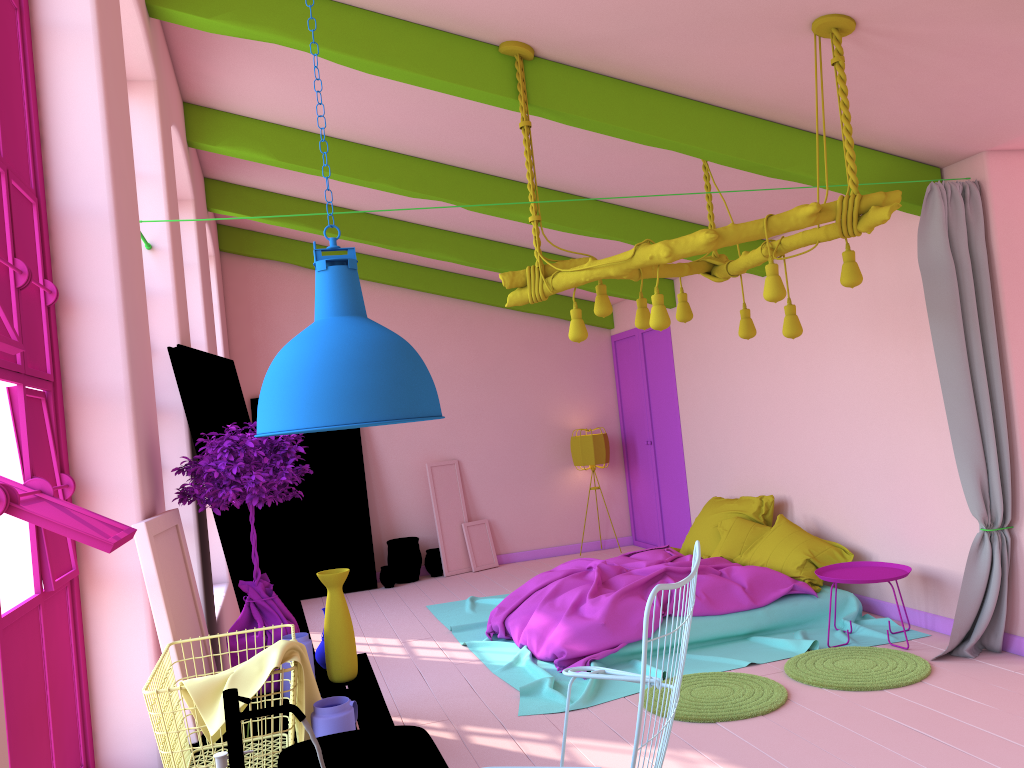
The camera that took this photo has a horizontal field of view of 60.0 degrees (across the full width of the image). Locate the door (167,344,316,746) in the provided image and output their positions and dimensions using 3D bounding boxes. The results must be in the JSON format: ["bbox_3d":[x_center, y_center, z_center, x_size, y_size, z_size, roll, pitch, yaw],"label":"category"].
[{"bbox_3d":[-1.373,0.909,4.809,0.450,2.210,1.154,-6,-2,-5],"label":"door"}]

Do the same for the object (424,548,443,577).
[{"bbox_3d":[-0.865,2.024,10.040,0.260,0.306,0.260,-6,-2,17],"label":"object"}]

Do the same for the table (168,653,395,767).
[{"bbox_3d":[-0.574,1.420,2.362,0.655,0.820,2.194,-5,-2,-15],"label":"table"}]

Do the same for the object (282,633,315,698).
[{"bbox_3d":[-0.735,0.962,3.038,0.109,0.197,0.109,-7,-2,22],"label":"object"}]

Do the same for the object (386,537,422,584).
[{"bbox_3d":[-1.195,1.963,9.880,0.386,0.470,0.386,-7,-2,27],"label":"object"}]

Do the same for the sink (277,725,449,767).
[{"bbox_3d":[-0.295,0.876,1.794,0.340,0.194,0.609,-5,-2,-15],"label":"sink"}]

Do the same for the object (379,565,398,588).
[{"bbox_3d":[-1.339,2.091,9.607,0.199,0.234,0.199,-8,-3,42],"label":"object"}]

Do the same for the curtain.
[{"bbox_3d":[2.657,0.218,5.261,0.518,2.784,0.525,-5,-2,-34],"label":"curtain"}]

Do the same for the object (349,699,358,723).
[{"bbox_3d":[-0.544,1.001,2.696,0.137,0.076,0.076,-6,-2,5],"label":"object"}]

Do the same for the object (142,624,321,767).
[{"bbox_3d":[-0.713,0.860,2.383,0.444,0.369,0.633,-5,-2,-15],"label":"object"}]

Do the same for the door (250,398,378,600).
[{"bbox_3d":[-2.167,1.189,9.681,1.153,2.210,0.450,-5,-2,-15],"label":"door"}]

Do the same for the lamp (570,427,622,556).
[{"bbox_3d":[0.994,1.247,10.437,0.491,1.466,0.476,-6,-2,15],"label":"lamp"}]

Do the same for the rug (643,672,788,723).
[{"bbox_3d":[1.130,1.753,4.994,0.792,0.021,0.793,-4,-3,-33],"label":"rug"}]

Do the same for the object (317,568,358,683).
[{"bbox_3d":[-0.617,0.857,3.148,0.116,0.382,0.116,-4,-2,-41],"label":"object"}]

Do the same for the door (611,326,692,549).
[{"bbox_3d":[1.572,0.639,10.064,0.108,2.589,1.678,-5,-2,-15],"label":"door"}]

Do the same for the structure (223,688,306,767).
[{"bbox_3d":[-0.478,0.792,1.724,0.166,0.396,0.087,-6,-2,-6],"label":"structure"}]

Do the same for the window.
[{"bbox_3d":[-1.235,-0.335,2.014,0.492,3.002,1.498,-5,-2,-15],"label":"window"}]

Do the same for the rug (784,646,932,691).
[{"bbox_3d":[2.029,1.671,5.236,0.793,0.021,0.792,-6,-2,12],"label":"rug"}]

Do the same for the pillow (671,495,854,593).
[{"bbox_3d":[1.881,1.376,7.564,0.848,0.822,2.619,-5,-2,-25],"label":"pillow"}]

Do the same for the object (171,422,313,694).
[{"bbox_3d":[-0.916,0.607,3.139,0.503,0.950,0.441,-7,-2,35],"label":"object"}]

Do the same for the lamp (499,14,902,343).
[{"bbox_3d":[0.968,-1.321,4.482,1.610,2.264,1.777,-5,-2,-33],"label":"lamp"}]

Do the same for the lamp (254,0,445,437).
[{"bbox_3d":[-0.554,-0.872,2.528,0.529,2.001,0.529,-6,-2,17],"label":"lamp"}]

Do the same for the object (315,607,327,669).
[{"bbox_3d":[-0.677,0.952,3.332,0.132,0.219,0.132,-6,-2,2],"label":"object"}]

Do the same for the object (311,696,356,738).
[{"bbox_3d":[-0.452,0.911,2.264,0.109,0.197,0.109,-5,-2,-23],"label":"object"}]

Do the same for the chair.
[{"bbox_3d":[0.132,1.153,2.602,0.925,1.238,1.078,-7,-2,20],"label":"chair"}]

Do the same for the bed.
[{"bbox_3d":[0.916,1.617,7.029,2.801,0.513,3.578,-5,-2,-15],"label":"bed"}]

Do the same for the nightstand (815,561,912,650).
[{"bbox_3d":[2.321,1.445,5.810,0.596,0.458,0.596,-7,-2,22],"label":"nightstand"}]

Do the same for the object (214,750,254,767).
[{"bbox_3d":[-0.558,0.886,1.965,0.165,0.250,0.411,-7,-2,20],"label":"object"}]

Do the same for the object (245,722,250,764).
[{"bbox_3d":[-1.165,1.581,3.718,0.218,0.733,0.451,-5,-2,-15],"label":"object"}]
